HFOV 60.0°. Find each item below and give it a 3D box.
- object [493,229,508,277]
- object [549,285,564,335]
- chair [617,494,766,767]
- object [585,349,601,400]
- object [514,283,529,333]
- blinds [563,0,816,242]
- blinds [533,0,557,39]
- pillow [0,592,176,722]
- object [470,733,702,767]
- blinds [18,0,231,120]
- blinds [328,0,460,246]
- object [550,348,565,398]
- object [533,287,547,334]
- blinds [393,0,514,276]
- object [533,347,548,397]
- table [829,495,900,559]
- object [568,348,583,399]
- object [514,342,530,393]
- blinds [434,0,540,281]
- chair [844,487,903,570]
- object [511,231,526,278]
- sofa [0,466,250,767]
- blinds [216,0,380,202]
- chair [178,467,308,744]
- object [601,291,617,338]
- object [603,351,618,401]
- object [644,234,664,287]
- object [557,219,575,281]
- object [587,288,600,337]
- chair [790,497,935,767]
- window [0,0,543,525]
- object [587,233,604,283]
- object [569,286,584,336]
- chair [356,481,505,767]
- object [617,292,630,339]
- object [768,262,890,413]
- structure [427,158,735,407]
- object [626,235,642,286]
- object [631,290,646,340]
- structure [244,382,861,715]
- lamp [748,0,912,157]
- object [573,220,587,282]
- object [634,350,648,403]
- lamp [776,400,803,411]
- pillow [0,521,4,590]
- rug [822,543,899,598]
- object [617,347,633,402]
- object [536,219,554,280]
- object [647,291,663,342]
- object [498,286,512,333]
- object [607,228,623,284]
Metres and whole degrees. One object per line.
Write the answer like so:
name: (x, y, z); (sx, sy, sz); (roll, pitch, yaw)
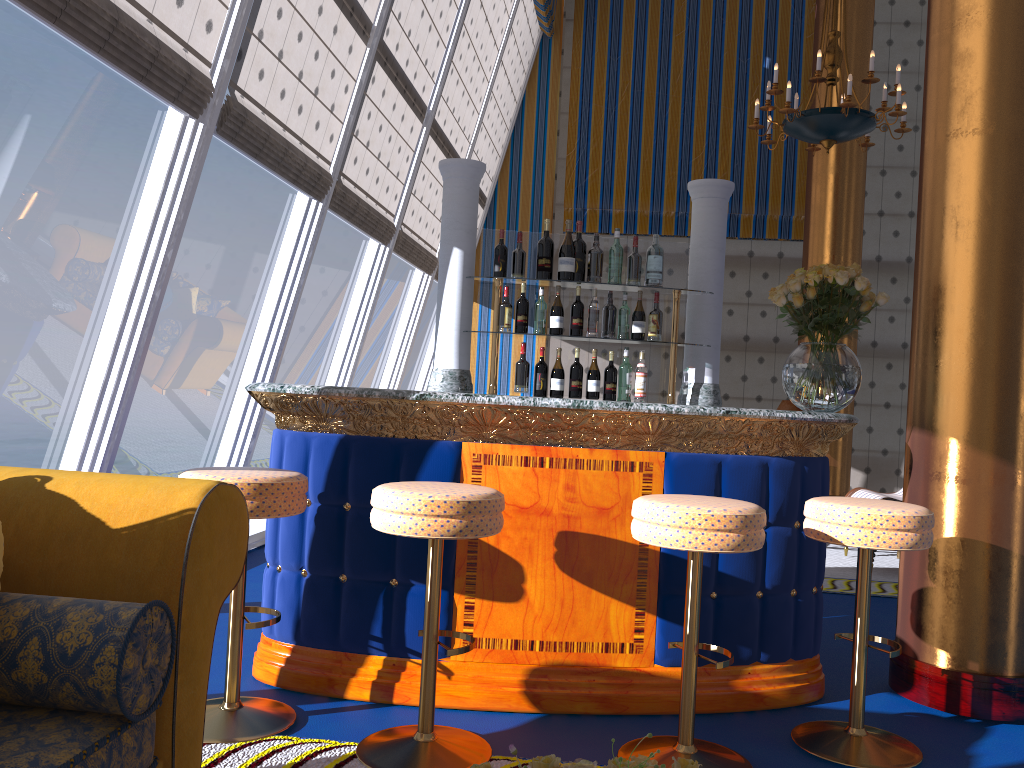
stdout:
object: (-0.054, -0.629, 4.311); (0.065, 0.244, 0.066); (3, 0, 10)
object: (0.217, -0.351, 4.257); (0.069, 0.244, 0.068); (3, 0, -12)
chair: (0.533, 0.732, 2.632); (0.402, 0.782, 0.394); (3, -1, -34)
object: (0.395, -0.047, 4.290); (0.069, 0.244, 0.068); (3, 0, -12)
object: (0.050, -0.363, 4.258); (0.066, 0.244, 0.065); (3, 0, -12)
blinds: (1.944, -3.046, 9.438); (2.655, 2.990, 0.152); (3, 0, 6)
blinds: (0.341, -4.165, 8.892); (0.338, 0.830, 1.528); (3, -1, 7)
pillow: (-0.856, 0.506, 1.672); (0.372, 0.219, 0.215); (3, -1, 6)
object: (0.085, 0.551, 0.892); (0.457, 0.388, 0.501); (3, -1, -12)
blinds: (-0.881, -2.791, 3.010); (0.872, 3.394, 1.368); (3, 0, 7)
blinds: (-0.511, -2.725, 5.996); (0.872, 3.394, 1.368); (3, 0, 7)
object: (0.221, -0.053, 4.277); (0.069, 0.244, 0.068); (3, 0, -12)
object: (0.138, -0.351, 4.263); (0.059, 0.230, 0.058); (3, 0, -34)
blinds: (-0.320, -2.691, 7.532); (0.872, 3.394, 1.368); (3, 0, 7)
object: (0.141, -0.057, 4.284); (0.065, 0.244, 0.066); (3, 0, 10)
table: (2.486, 1.112, 7.125); (0.972, 0.369, 0.909); (3, -1, 6)
object: (0.310, -0.051, 4.272); (0.066, 0.244, 0.065); (3, 0, -12)
object: (0.050, -0.079, 4.258); (0.071, 0.242, 0.071); (3, 0, -12)
blinds: (-0.137, -2.659, 9.008); (0.872, 3.394, 1.368); (3, 0, 7)
chair: (2.795, 0.801, 6.208); (0.782, 0.966, 0.796); (3, -1, 7)
object: (0.034, -0.624, 4.345); (0.073, 0.246, 0.071); (3, 0, -34)
sofa: (-1.224, 0.576, 1.217); (0.999, 0.854, 1.850); (3, -1, 7)
blinds: (-0.692, -2.758, 4.533); (0.872, 3.394, 1.368); (3, 0, 7)
chair: (-0.859, 0.660, 2.779); (0.394, 0.782, 0.403); (3, -1, 45)
object: (0.469, -0.333, 4.282); (0.072, 0.232, 0.071); (3, 0, -15)
object: (0.478, -0.038, 4.303); (0.066, 0.244, 0.065); (3, 0, -12)
object: (0.695, -0.598, 4.317); (0.092, 0.259, 0.091); (3, 0, -10)
object: (0.267, -0.638, 4.264); (0.085, 0.302, 0.085); (3, 0, 1)
object: (0.392, -0.342, 4.259); (0.057, 0.239, 0.056); (3, 0, -19)
chair: (1.123, 0.767, 2.849); (0.401, 0.782, 0.395); (3, 0, -23)
window: (-1.317, -1.915, 2.300); (1.615, 5.855, 15.503); (3, -1, 7)
object: (0.403, -0.602, 4.275); (0.077, 0.247, 0.075); (3, 0, -30)
object: (0.314, -0.349, 4.263); (0.066, 0.244, 0.065); (3, 0, -12)
chair: (-0.236, 0.690, 2.616); (0.394, 0.782, 0.403); (3, -1, 45)
object: (0.543, -0.329, 4.296); (0.059, 0.230, 0.058); (3, 0, -34)
object: (2.715, -6.971, 1.637); (62.972, 33.600, 63.580); (3, -1, 13)
structure: (0.135, 0.035, 4.420); (2.314, 2.196, 0.768); (3, 0, -3)
object: (0.593, -0.595, 4.287); (0.073, 0.246, 0.071); (3, 0, -34)
object: (0.614, -0.329, 4.290); (0.069, 0.244, 0.068); (3, 0, -12)
structure: (0.146, 0.585, 3.331); (2.315, 1.065, 0.768); (3, -1, -5)
lamp: (2.305, -2.837, 6.300); (1.066, 2.421, 1.053); (3, 0, -16)
object: (0.319, -0.636, 4.283); (0.080, 0.303, 0.082); (3, 0, 23)
object: (0.630, -0.036, 4.329); (0.061, 0.258, 0.061); (3, 0, 7)
lamp: (2.326, 0.530, 7.331); (0.448, 0.783, 0.445); (3, 0, -8)
pillow: (-1.048, 0.319, 1.505); (0.326, 0.583, 0.581); (3, -1, 27)
rug: (1.816, 1.261, 7.076); (6.243, 0.011, 3.602); (3, -1, 6)
object: (0.553, -0.045, 4.327); (0.069, 0.269, 0.068); (3, 0, -33)
object: (0.162, -0.644, 4.274); (0.081, 0.303, 0.081); (3, 0, 12)
object: (0.695, -0.325, 4.285); (0.071, 0.244, 0.072); (3, 0, 27)
object: (-0.030, -0.357, 4.240); (0.066, 0.225, 0.065); (3, 0, -24)
object: (0.499, -0.611, 4.259); (0.069, 0.271, 0.069); (3, 0, 17)
